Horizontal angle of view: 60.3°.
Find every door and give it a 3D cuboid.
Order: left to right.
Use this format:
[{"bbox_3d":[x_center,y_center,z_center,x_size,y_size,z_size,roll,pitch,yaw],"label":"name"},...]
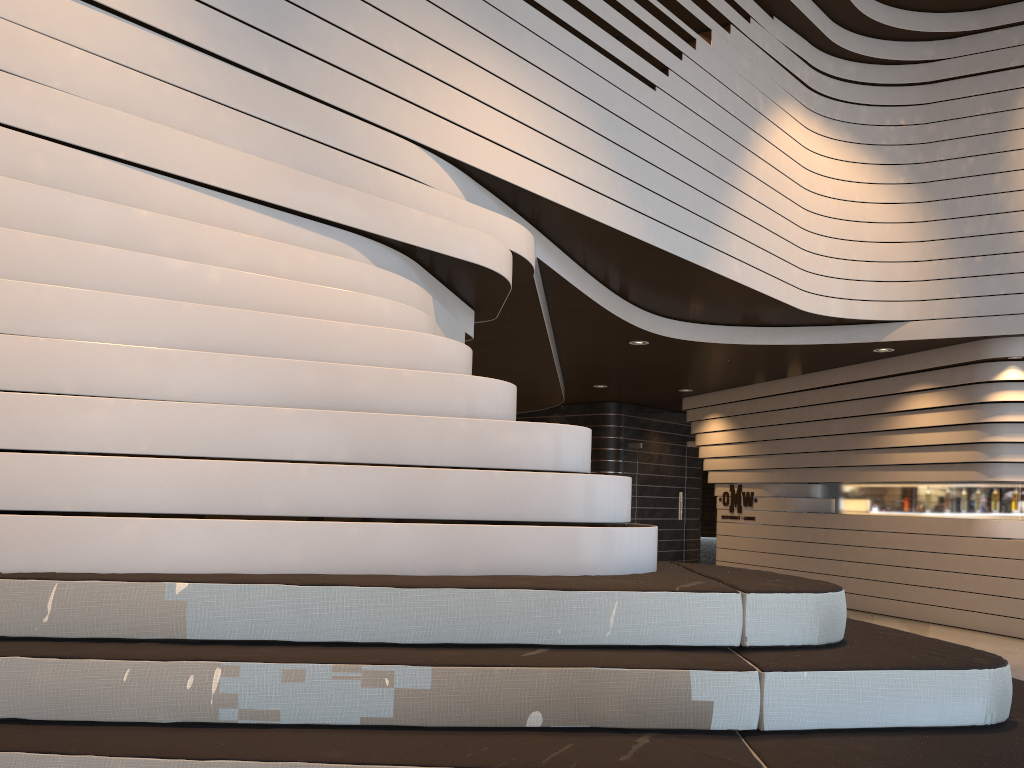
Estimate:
[{"bbox_3d":[2.440,1.599,13.211,0.079,2.691,1.784,3,-3,-44],"label":"door"}]

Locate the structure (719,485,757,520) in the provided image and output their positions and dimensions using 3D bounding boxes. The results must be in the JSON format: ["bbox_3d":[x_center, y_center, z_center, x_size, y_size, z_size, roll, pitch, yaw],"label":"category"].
[{"bbox_3d":[3.046,1.597,11.919,0.017,0.467,0.808,2,-6,-23],"label":"structure"}]
